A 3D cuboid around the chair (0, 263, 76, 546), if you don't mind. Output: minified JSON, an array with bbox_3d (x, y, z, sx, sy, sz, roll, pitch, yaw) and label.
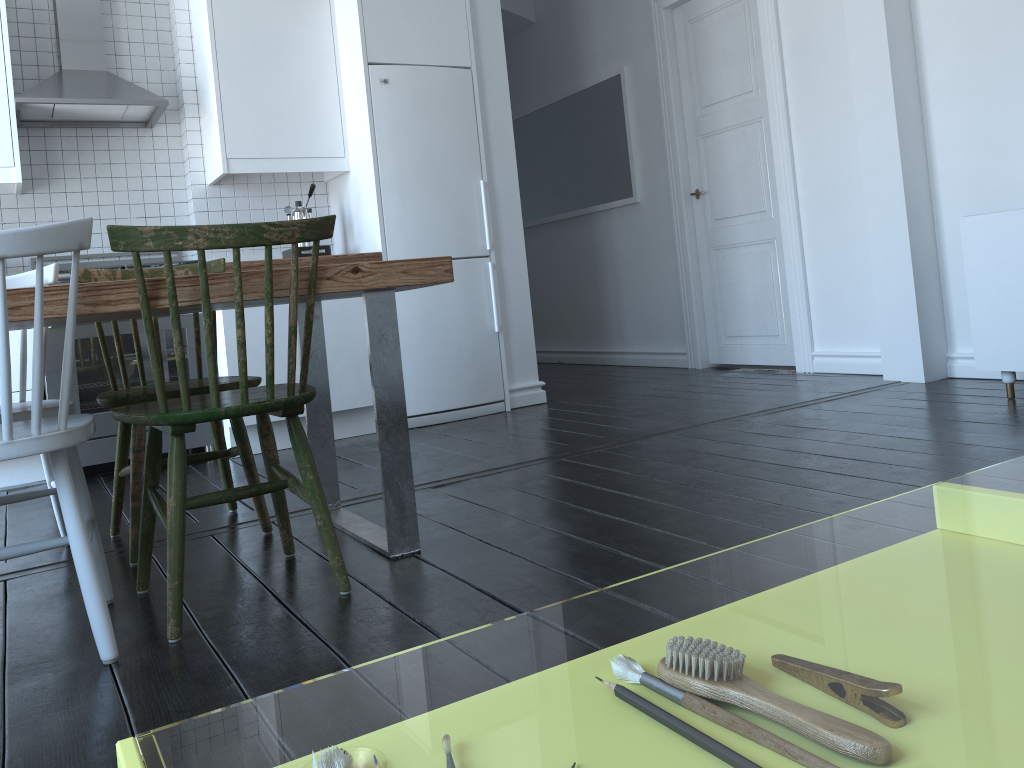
[{"bbox_3d":[-1.442,0.093,2.395,0.469,0.843,0.507,-6,1,-30],"label":"chair"}]

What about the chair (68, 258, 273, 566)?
[{"bbox_3d":[-1.009,0.033,2.625,0.470,0.828,0.483,-6,1,-31],"label":"chair"}]

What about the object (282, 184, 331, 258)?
[{"bbox_3d":[-1.041,-0.808,4.470,0.207,0.370,0.352,-6,2,-30],"label":"object"}]

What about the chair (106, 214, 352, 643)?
[{"bbox_3d":[-0.642,0.062,1.979,0.470,0.827,0.483,-6,1,-31],"label":"chair"}]

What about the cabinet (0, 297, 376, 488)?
[{"bbox_3d":[-2.157,0.017,3.947,3.197,0.815,0.728,-8,3,-22],"label":"cabinet"}]

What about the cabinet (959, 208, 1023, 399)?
[{"bbox_3d":[2.332,-0.312,3.111,0.593,0.734,1.198,-7,4,-29],"label":"cabinet"}]

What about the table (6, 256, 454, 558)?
[{"bbox_3d":[-1.318,0.184,1.991,2.240,0.716,1.016,-9,5,-30],"label":"table"}]

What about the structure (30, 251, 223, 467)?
[{"bbox_3d":[-1.822,-0.141,4.154,0.704,1.020,0.719,-7,2,-30],"label":"structure"}]

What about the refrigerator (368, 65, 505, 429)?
[{"bbox_3d":[-0.513,-0.725,4.720,0.579,1.803,0.677,-6,0,-30],"label":"refrigerator"}]

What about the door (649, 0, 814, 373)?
[{"bbox_3d":[1.338,-1.321,5.385,0.116,2.477,1.036,-5,0,-29],"label":"door"}]

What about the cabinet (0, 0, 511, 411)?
[{"bbox_3d":[-1.947,-0.801,4.093,3.810,2.373,0.776,-8,1,-26],"label":"cabinet"}]

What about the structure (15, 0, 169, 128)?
[{"bbox_3d":[-2.090,-1.935,4.240,0.637,1.305,0.526,-6,0,-30],"label":"structure"}]

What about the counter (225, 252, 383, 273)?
[{"bbox_3d":[-2.178,-0.411,3.899,3.118,0.073,0.845,-9,7,-30],"label":"counter"}]

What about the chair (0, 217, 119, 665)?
[{"bbox_3d":[-1.039,0.123,1.707,0.469,0.843,0.507,-6,1,-30],"label":"chair"}]

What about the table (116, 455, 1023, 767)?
[{"bbox_3d":[0.563,0.302,0.552,1.409,0.399,0.599,-9,5,-30],"label":"table"}]
